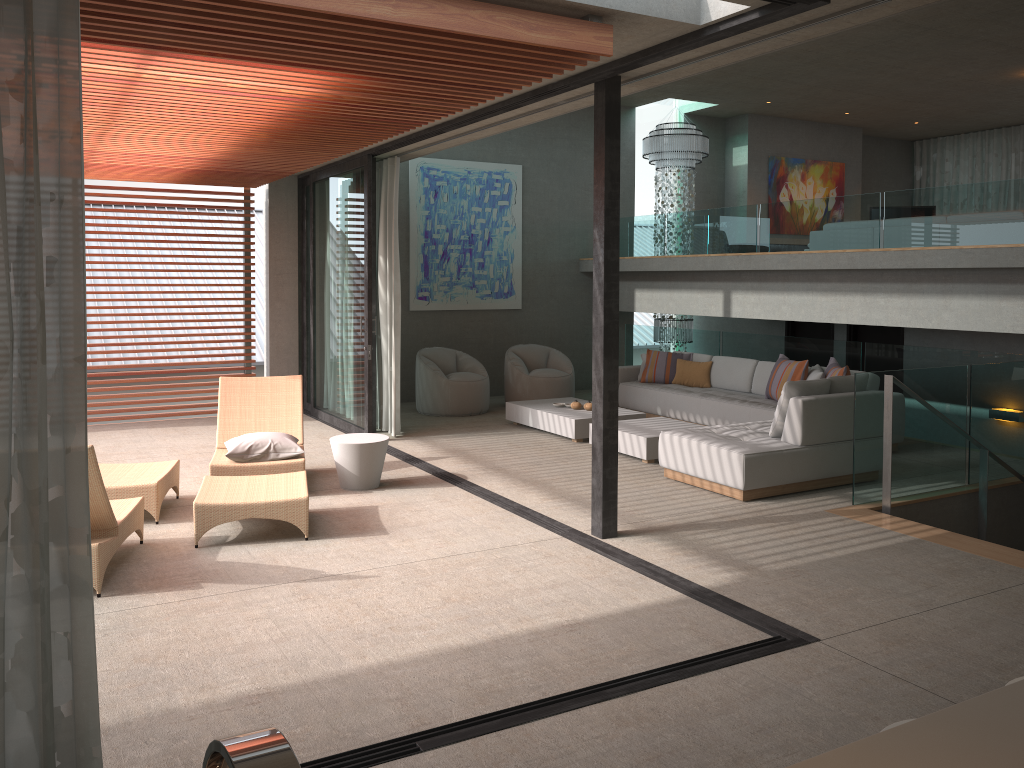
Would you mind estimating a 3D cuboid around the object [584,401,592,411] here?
[{"bbox_3d":[0.831,0.232,9.511,0.119,0.105,0.120,1,5,5],"label":"object"}]

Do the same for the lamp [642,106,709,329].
[{"bbox_3d":[2.493,-2.401,13.552,1.001,3.927,1.001,2,3,41],"label":"lamp"}]

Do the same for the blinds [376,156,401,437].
[{"bbox_3d":[-1.747,-1.035,10.241,0.223,2.914,2.434,-1,4,-29],"label":"blinds"}]

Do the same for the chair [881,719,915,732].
[{"bbox_3d":[0.985,1.124,1.921,0.382,0.622,0.383,-2,4,-29],"label":"chair"}]

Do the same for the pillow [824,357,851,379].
[{"bbox_3d":[3.150,0.017,8.632,0.279,0.502,0.700,1,5,14],"label":"pillow"}]

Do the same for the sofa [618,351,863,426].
[{"bbox_3d":[2.484,0.119,9.757,1.050,0.750,3.475,-3,7,-29],"label":"sofa"}]

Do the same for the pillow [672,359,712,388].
[{"bbox_3d":[2.162,-0.126,10.555,0.463,0.323,0.227,2,4,24],"label":"pillow"}]

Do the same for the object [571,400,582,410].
[{"bbox_3d":[0.695,0.223,9.585,0.119,0.105,0.120,-2,5,-25],"label":"object"}]

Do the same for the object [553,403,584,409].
[{"bbox_3d":[0.660,0.242,9.715,0.437,0.039,0.155,2,7,17],"label":"object"}]

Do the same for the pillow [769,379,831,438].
[{"bbox_3d":[2.329,0.198,7.147,0.493,0.482,0.267,-2,4,-29],"label":"pillow"}]

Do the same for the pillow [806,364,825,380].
[{"bbox_3d":[3.015,0.023,8.899,0.239,0.403,0.597,1,5,14],"label":"pillow"}]

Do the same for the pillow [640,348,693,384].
[{"bbox_3d":[1.885,-0.203,10.795,0.655,0.440,0.342,2,4,14],"label":"pillow"}]

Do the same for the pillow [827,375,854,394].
[{"bbox_3d":[2.751,0.161,7.379,0.492,0.496,0.239,-2,4,-29],"label":"pillow"}]

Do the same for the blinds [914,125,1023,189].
[{"bbox_3d":[8.506,-3.030,15.115,0.223,2.718,3.864,-1,5,-29],"label":"blinds"}]

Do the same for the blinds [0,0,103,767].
[{"bbox_3d":[-1.524,-0.080,2.247,0.886,2.925,0.230,-1,3,-33],"label":"blinds"}]

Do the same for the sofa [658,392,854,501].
[{"bbox_3d":[2.156,0.415,7.338,1.598,0.730,1.017,-3,6,-29],"label":"sofa"}]

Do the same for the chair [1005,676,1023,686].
[{"bbox_3d":[1.403,1.098,2.156,0.382,0.622,0.383,-2,4,-29],"label":"chair"}]

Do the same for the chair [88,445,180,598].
[{"bbox_3d":[-2.676,0.597,5.558,0.700,0.823,2.307,-1,6,-10],"label":"chair"}]

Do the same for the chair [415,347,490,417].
[{"bbox_3d":[-0.741,-0.047,11.049,0.923,0.785,0.924,-2,5,-25],"label":"chair"}]

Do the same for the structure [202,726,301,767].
[{"bbox_3d":[-0.156,0.465,0.620,0.097,0.440,0.259,-1,3,-29],"label":"structure"}]

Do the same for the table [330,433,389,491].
[{"bbox_3d":[-1.229,0.632,7.139,0.476,0.392,0.476,5,7,42],"label":"table"}]

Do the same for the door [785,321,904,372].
[{"bbox_3d":[2.076,0.412,4.347,5.783,4.456,15.384,3,7,33],"label":"door"}]

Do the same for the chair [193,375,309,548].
[{"bbox_3d":[-1.914,0.470,6.648,0.700,0.823,2.307,-1,6,-14],"label":"chair"}]

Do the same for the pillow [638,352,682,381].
[{"bbox_3d":[1.843,-0.183,10.989,0.618,0.419,0.312,1,4,7],"label":"pillow"}]

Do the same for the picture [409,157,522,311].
[{"bbox_3d":[-0.616,-2.051,12.218,1.722,2.042,0.030,-2,3,-29],"label":"picture"}]

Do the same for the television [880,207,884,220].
[{"bbox_3d":[6.155,-2.507,13.939,0.961,0.581,0.190,2,3,17],"label":"television"}]

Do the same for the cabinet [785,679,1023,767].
[{"bbox_3d":[0.944,1.068,1.228,4.126,0.896,0.803,-3,5,-29],"label":"cabinet"}]

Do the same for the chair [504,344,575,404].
[{"bbox_3d":[0.361,-0.104,11.560,0.922,0.785,0.925,0,5,-5],"label":"chair"}]

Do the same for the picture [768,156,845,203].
[{"bbox_3d":[4.916,-3.104,14.704,1.752,1.246,0.030,-3,3,-29],"label":"picture"}]

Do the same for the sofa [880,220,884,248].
[{"bbox_3d":[5.085,-1.584,10.726,0.975,0.860,3.262,-2,7,-29],"label":"sofa"}]

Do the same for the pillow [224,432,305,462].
[{"bbox_3d":[-1.964,0.487,6.985,0.595,0.193,0.597,-2,7,-18],"label":"pillow"}]

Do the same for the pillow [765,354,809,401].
[{"bbox_3d":[2.833,-0.036,9.166,0.311,0.492,0.741,0,5,-6],"label":"pillow"}]
